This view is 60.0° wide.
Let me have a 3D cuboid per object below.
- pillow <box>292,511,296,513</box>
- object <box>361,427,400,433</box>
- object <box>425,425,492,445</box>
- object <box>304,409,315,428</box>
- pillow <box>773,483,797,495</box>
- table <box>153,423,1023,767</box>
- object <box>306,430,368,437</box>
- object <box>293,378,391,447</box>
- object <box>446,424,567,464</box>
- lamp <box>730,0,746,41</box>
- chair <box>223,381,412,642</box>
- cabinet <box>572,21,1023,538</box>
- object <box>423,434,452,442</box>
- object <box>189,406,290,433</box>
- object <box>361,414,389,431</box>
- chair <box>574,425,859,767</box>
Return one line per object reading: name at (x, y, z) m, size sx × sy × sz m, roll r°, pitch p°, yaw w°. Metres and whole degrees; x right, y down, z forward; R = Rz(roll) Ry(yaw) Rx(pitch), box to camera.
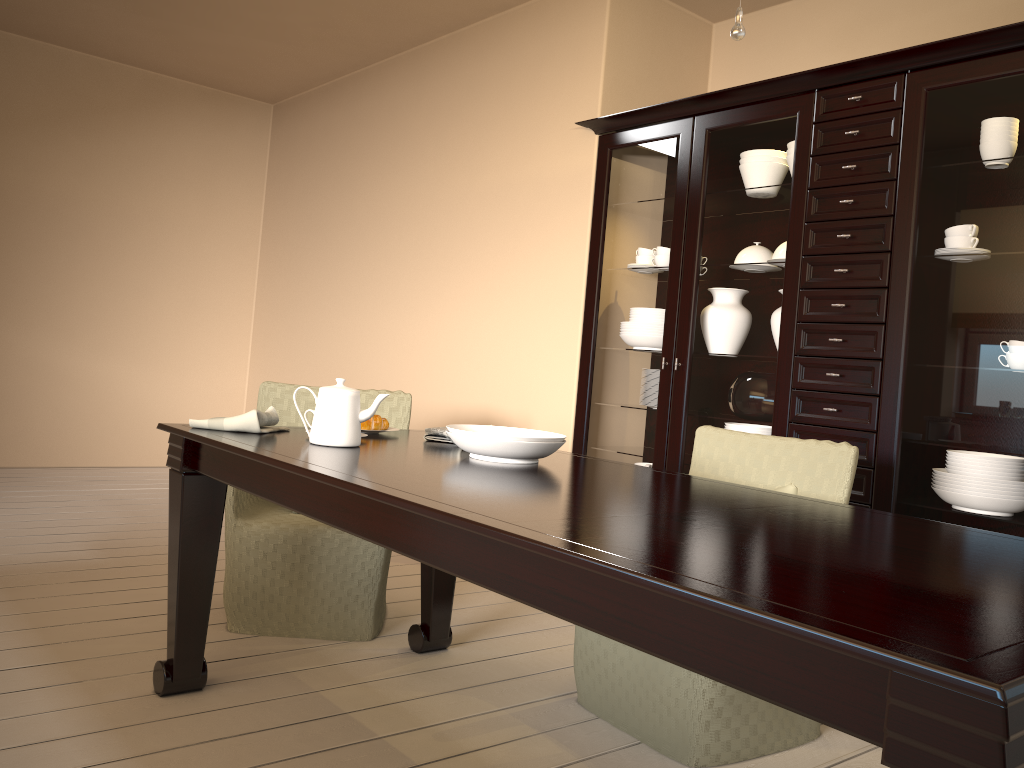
pillow at (-0.626, 0.277, 3.019) m, size 0.315 × 0.295 × 0.247 m, roll 5°, pitch 0°, yaw -27°
object at (-0.410, 0.126, 2.462) m, size 0.194 × 0.014 × 0.194 m, roll 5°, pitch 1°, yaw 26°
object at (-0.094, 0.141, 2.384) m, size 0.233 × 0.051 × 0.165 m, roll 4°, pitch 1°, yaw -40°
object at (-0.440, 0.099, 2.222) m, size 0.116 × 0.070 × 0.124 m, roll 5°, pitch 1°, yaw 44°
pillow at (0.603, 0.396, 2.370) m, size 0.191 × 0.295 × 0.441 m, roll 5°, pitch 0°, yaw -40°
table at (0.070, 0.517, 1.735) m, size 0.917 × 0.654 × 1.994 m, roll 5°, pitch 1°, yaw -40°
object at (-0.440, 0.129, 2.225) m, size 0.154 × 0.012 × 0.153 m, roll 5°, pitch 1°, yaw 11°
object at (-0.401, 0.064, 2.066) m, size 0.197 × 0.156 × 0.118 m, roll 5°, pitch 0°, yaw -34°
object at (-0.016, 0.142, 2.066) m, size 0.282 × 0.066 × 0.281 m, roll 6°, pitch 1°, yaw 45°
lamp at (0.439, -1.158, 1.547) m, size 0.674 × 1.128 × 0.701 m, roll 5°, pitch -1°, yaw -22°
chair at (-0.637, 0.409, 2.907) m, size 0.563 × 0.802 × 0.561 m, roll 5°, pitch 0°, yaw -4°
cabinet at (1.316, -0.074, 3.047) m, size 0.886 × 1.841 × 2.492 m, roll 6°, pitch 0°, yaw -40°
object at (-0.107, 0.153, 2.417) m, size 0.232 × 0.027 × 0.164 m, roll 5°, pitch 1°, yaw 15°
object at (-0.688, 0.082, 2.236) m, size 0.197 × 0.063 × 0.204 m, roll 5°, pitch 1°, yaw 13°
object at (-0.411, 0.102, 2.474) m, size 0.138 × 0.051 × 0.062 m, roll 5°, pitch 0°, yaw -21°
chair at (0.498, 0.519, 2.318) m, size 0.560 × 0.802 × 0.564 m, roll 5°, pitch 0°, yaw -34°
